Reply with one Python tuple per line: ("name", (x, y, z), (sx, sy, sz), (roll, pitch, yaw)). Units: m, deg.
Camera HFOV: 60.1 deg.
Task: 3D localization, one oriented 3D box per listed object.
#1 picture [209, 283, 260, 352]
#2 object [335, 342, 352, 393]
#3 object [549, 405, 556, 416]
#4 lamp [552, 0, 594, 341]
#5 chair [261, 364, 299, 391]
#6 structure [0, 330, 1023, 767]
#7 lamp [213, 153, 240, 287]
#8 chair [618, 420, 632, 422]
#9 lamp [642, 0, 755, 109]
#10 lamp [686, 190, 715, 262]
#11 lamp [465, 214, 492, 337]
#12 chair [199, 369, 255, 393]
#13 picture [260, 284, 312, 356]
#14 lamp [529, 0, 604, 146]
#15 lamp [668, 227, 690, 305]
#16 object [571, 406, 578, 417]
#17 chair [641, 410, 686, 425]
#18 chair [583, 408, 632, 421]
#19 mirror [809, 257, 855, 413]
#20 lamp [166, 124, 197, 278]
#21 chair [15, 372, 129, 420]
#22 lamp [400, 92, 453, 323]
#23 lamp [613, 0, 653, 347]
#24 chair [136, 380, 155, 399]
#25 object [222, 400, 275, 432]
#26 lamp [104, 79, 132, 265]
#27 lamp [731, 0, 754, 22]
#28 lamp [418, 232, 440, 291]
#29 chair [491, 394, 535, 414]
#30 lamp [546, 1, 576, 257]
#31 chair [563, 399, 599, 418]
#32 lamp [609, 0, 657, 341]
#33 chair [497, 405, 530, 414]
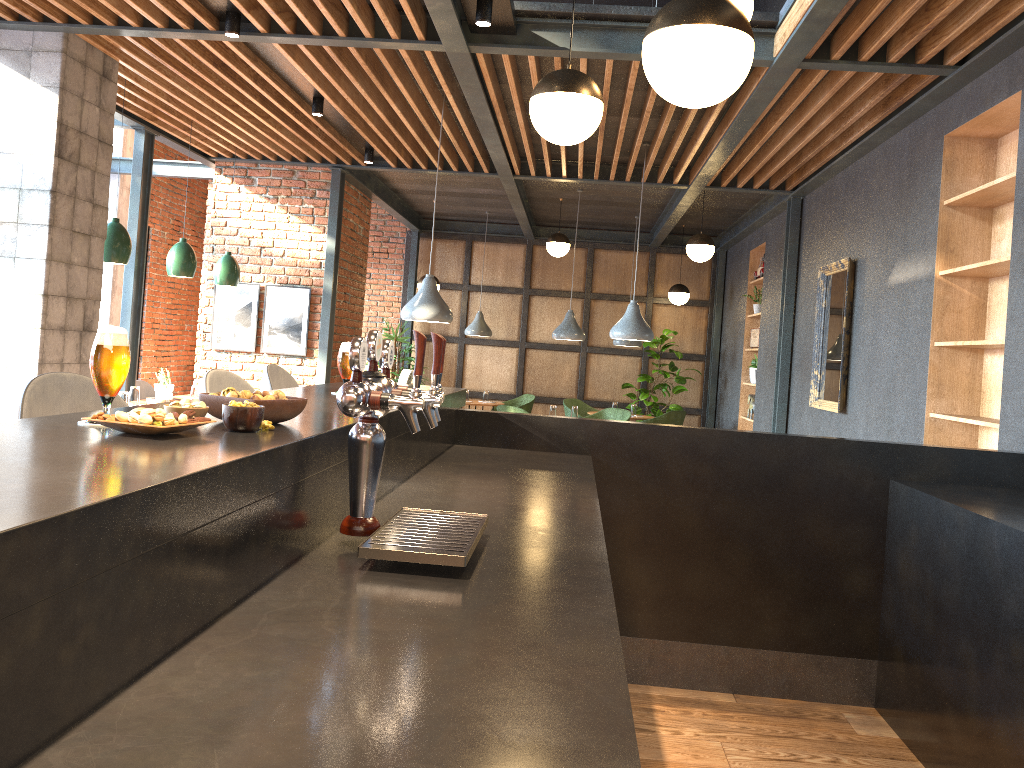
("picture", (-2.553, -0.621, 8.162), (0.430, 0.631, 0.015), (4, -1, 4))
("object", (-0.570, -0.057, 3.059), (0.070, 0.178, 0.070), (4, 0, 8))
("object", (0.423, 0.291, 9.194), (0.080, 0.138, 0.080), (4, 0, 42))
("lamp", (0.753, -2.701, 9.297), (0.353, 4.492, 0.352), (4, -1, 39))
("chair", (-0.803, 0.555, 3.631), (0.508, 1.244, 0.418), (4, 0, 4))
("structure", (0.510, 0.651, 1.588), (2.917, 1.396, 4.921), (4, 2, 4))
("lamp", (-2.418, -1.863, 7.726), (0.224, 2.023, 0.223), (4, -1, 8))
("chair", (0.914, 0.740, 7.640), (0.638, 0.819, 0.515), (4, 0, 4))
("lamp", (0.580, -2.569, 2.179), (0.268, 3.796, 0.268), (4, -1, -5))
("lamp", (1.904, -3.040, 8.369), (0.268, 3.796, 0.268), (4, -1, -24))
("lamp", (-0.266, -2.849, 11.248), (0.353, 4.492, 0.352), (4, -1, 39))
("chair", (-0.758, 0.590, 2.798), (0.508, 1.244, 0.418), (4, 0, 10))
("picture", (-2.075, -0.585, 8.128), (0.430, 0.631, 0.015), (4, -1, 4))
("lamp", (0.324, -2.760, 3.231), (0.268, 3.796, 0.268), (4, -1, 6))
("lamp", (2.230, -2.885, 11.174), (0.268, 3.796, 0.269), (5, -1, -43))
("object", (0.661, 0.302, 9.355), (0.080, 0.138, 0.080), (4, 0, 42))
("chair", (1.708, 0.694, 10.376), (0.516, 0.819, 0.637), (4, 0, 41))
("chair", (0.951, 0.669, 9.590), (0.514, 0.819, 0.639), (4, 0, -36))
("mirror", (2.358, -0.351, 6.533), (0.061, 1.086, 0.768), (4, 0, 4))
("lamp", (-2.481, -1.833, 6.837), (0.224, 2.023, 0.223), (4, -1, 8))
("chair", (-0.884, 0.610, 2.023), (0.508, 1.244, 0.418), (4, 0, 15))
("lamp", (-0.410, -2.658, 5.956), (0.353, 4.492, 0.352), (4, -1, 39))
("lamp", (1.559, -2.698, 10.756), (0.353, 4.492, 0.352), (4, -1, 39))
("chair", (-3.002, 0.425, 7.546), (0.508, 0.888, 0.418), (4, 0, 11))
("object", (-0.512, 0.061, 1.710), (0.078, 0.060, 0.108), (4, 2, 12))
("lamp", (-2.554, -1.800, 5.827), (0.224, 2.023, 0.223), (4, -1, 8))
("lamp", (0.988, -3.314, 3.682), (0.268, 3.796, 0.268), (4, -1, 10))
("lamp", (-0.873, -2.940, 10.671), (0.268, 3.796, 0.269), (5, -1, -43))
("chair", (-0.017, 0.529, 11.432), (0.514, 0.819, 0.639), (4, 0, -21))
("lamp", (0.643, -3.308, 9.907), (0.268, 3.796, 0.268), (4, -1, -17))
("chair", (0.915, 0.612, 11.035), (0.516, 0.819, 0.637), (4, 0, 36))
("lamp", (1.112, -2.590, 7.077), (0.353, 4.492, 0.352), (4, -1, 39))
("chair", (0.130, 0.633, 8.969), (0.514, 0.819, 0.639), (4, 0, -41))
